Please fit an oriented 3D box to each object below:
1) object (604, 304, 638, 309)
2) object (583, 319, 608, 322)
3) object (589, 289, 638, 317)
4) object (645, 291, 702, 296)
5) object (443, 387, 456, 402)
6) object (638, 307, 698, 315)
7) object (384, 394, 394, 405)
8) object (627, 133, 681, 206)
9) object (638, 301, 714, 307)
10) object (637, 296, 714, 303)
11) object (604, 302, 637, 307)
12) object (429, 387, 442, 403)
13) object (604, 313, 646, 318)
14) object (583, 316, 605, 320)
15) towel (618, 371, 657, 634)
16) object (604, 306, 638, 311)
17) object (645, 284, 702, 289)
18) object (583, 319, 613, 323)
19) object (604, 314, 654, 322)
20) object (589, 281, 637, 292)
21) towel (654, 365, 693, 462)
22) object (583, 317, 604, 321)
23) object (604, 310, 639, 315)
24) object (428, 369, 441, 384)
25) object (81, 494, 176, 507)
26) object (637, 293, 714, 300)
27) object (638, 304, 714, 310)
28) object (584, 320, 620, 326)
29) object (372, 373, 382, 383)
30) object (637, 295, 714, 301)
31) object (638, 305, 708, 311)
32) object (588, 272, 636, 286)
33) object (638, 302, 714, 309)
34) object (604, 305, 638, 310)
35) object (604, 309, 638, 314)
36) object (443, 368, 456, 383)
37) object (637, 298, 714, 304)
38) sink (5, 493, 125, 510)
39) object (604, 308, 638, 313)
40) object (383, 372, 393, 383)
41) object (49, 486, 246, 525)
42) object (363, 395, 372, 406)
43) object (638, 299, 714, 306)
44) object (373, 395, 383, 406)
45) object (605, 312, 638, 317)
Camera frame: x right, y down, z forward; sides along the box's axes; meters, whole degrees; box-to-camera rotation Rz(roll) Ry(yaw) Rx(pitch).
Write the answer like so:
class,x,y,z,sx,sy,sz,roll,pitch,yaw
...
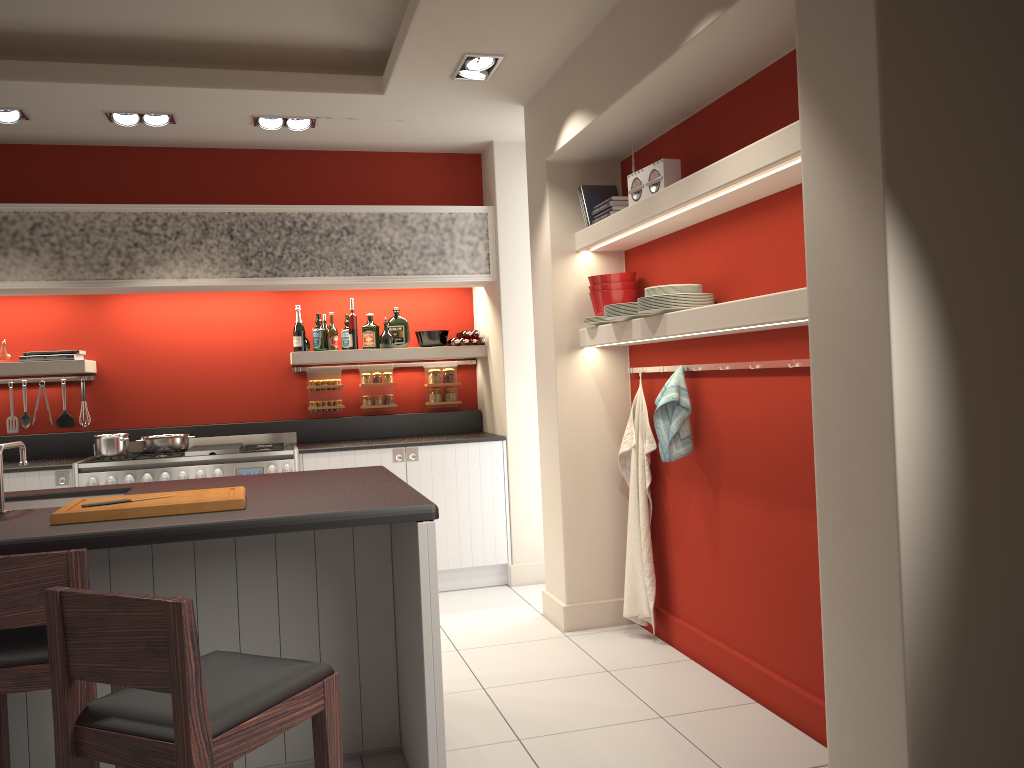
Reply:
class,x,y,z,sx,sy,sz,roll,pitch,yaw
object,0.620,-0.372,4.340,0.339,0.020,0.339,-3,1,-16
object,0.550,-0.334,4.740,0.339,0.020,0.339,-3,1,-12
object,0.546,-0.419,4.740,0.260,0.146,0.260,-3,0,-11
object,0.727,-0.399,3.990,0.255,0.015,0.255,-3,1,-34
object,-0.463,0.080,6.611,0.093,0.120,0.094,-3,0,6
object,0.735,-0.322,3.973,0.339,0.020,0.339,-3,1,-12
object,-0.902,0.117,6.497,0.068,0.088,0.068,-3,0,6
object,0.650,-1.022,4.116,0.097,0.369,0.342,-3,0,-20
object,0.734,-0.347,3.973,0.339,0.020,0.339,-3,1,-12
object,0.733,-0.367,3.973,0.339,0.020,0.339,-3,1,-12
object,0.619,-0.378,4.340,0.339,0.020,0.339,-3,1,-16
object,-0.567,0.085,6.584,0.093,0.120,0.094,-3,0,6
object,0.622,-0.326,4.340,0.339,0.020,0.339,-3,1,-16
object,0.549,-0.347,4.740,0.339,0.020,0.339,-3,1,-12
towel,0.644,0.619,4.698,0.141,1.362,0.341,-3,0,-15
object,0.620,-0.359,4.340,0.339,0.020,0.339,-3,1,-16
object,0.725,-0.428,3.989,0.255,0.015,0.255,-3,1,-34
object,0.550,-0.327,4.740,0.339,0.020,0.339,-3,1,-12
object,0.622,-0.320,4.340,0.339,0.020,0.339,-3,1,-16
object,0.541,-0.463,4.738,0.260,0.159,0.260,-3,1,-34
towel,0.770,0.140,4.211,0.179,0.452,0.209,-2,0,25
object,0.549,-0.340,4.740,0.339,0.020,0.339,-3,1,-12
object,0.621,-0.339,4.340,0.339,0.020,0.339,-3,1,-16
object,-0.573,-0.052,6.583,0.093,0.120,0.094,-3,0,6
object,-1.252,0.379,2.904,0.302,0.010,0.035,-3,1,-45
object,0.732,-0.380,3.973,0.339,0.020,0.339,-3,1,-12
object,0.734,-0.335,3.973,0.339,0.020,0.339,-3,1,-12
object,0.550,-0.321,4.740,0.339,0.020,0.339,-3,1,-12
object,-0.984,-0.039,6.476,0.068,0.088,0.068,-3,0,6
object,0.732,-0.373,3.973,0.339,0.020,0.339,-3,1,-12
object,0.734,-0.328,3.973,0.339,0.020,0.339,-3,1,-12
object,0.537,-0.513,4.733,0.260,0.161,0.260,-2,1,42
object,0.734,-0.341,3.973,0.339,0.020,0.339,-3,1,-12
object,0.620,-0.365,4.340,0.339,0.020,0.339,-3,1,-16
object,0.621,-0.346,4.340,0.339,0.020,0.339,-3,1,-16
object,-0.470,-0.057,6.611,0.093,0.120,0.094,-3,0,6
object,0.733,-0.360,3.973,0.339,0.020,0.339,-3,1,-12
sink,-1.755,0.587,3.336,0.567,0.258,0.516,-3,1,-15
object,0.621,-0.352,4.340,0.339,0.020,0.339,-3,1,-16
object,-0.909,-0.043,6.497,0.068,0.088,0.068,-3,0,6
object,-1.183,0.398,2.946,0.570,0.033,0.372,-3,1,-17
object,-1.052,0.125,6.457,0.068,0.088,0.068,-3,0,6
object,0.733,-0.354,3.973,0.339,0.020,0.339,-3,1,-12
object,-0.977,0.121,6.477,0.068,0.088,0.068,-3,0,6
object,0.621,-0.333,4.340,0.339,0.020,0.339,-3,1,-16
